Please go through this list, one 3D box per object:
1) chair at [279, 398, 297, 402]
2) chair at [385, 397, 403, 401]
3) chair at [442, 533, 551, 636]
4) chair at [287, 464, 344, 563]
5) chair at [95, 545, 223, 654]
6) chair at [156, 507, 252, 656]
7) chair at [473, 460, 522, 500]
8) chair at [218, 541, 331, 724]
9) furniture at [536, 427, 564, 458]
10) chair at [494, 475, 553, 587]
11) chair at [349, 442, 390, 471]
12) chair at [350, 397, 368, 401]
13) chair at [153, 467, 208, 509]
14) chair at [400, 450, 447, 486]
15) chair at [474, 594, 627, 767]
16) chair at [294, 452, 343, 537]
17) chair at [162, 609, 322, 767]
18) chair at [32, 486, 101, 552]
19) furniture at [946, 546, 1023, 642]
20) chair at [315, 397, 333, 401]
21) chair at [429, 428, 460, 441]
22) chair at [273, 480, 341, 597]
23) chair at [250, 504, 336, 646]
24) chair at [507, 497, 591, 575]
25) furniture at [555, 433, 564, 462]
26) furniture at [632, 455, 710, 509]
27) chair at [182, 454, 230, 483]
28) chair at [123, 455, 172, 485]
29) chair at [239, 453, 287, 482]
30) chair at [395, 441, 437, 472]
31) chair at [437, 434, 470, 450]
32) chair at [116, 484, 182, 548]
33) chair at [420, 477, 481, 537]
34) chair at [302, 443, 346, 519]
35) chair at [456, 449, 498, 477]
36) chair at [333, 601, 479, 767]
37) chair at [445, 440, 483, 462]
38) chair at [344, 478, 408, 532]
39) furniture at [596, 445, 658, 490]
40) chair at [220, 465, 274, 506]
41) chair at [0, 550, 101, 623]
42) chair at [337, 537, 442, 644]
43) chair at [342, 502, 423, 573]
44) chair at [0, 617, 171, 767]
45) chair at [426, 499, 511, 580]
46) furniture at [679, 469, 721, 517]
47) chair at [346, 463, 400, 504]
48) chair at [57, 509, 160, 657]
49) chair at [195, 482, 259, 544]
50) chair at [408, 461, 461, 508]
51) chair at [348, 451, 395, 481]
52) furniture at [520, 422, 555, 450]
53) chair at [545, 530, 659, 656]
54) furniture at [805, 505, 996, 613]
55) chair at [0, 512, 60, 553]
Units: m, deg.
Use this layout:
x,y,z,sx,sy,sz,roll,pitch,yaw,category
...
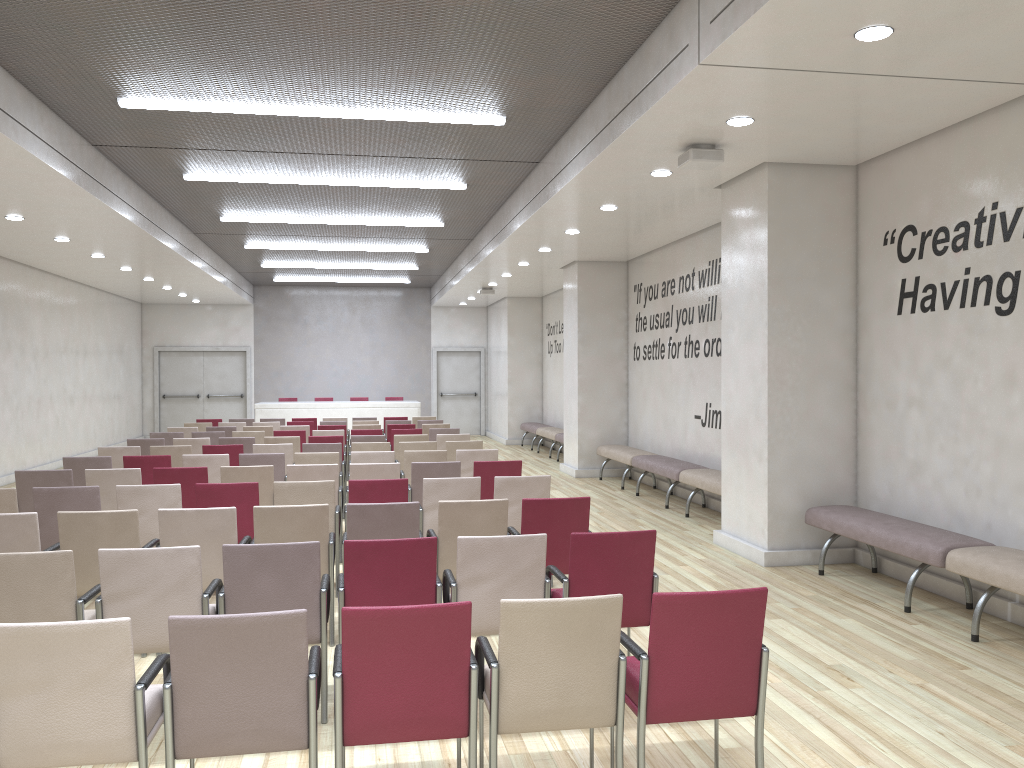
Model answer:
x,y,z,sx,sy,sz,roll,pitch,yaw,category
-5.417,0.786,21.388,0.513,0.890,0.640,0,1,-11,chair
-2.881,0.772,21.835,0.513,0.890,0.640,0,1,-11,chair
-0.092,1.182,4.643,0.513,0.890,0.640,0,1,-9,chair
-1.802,1.149,8.100,0.513,0.890,0.640,0,1,-9,chair
-1.711,1.191,4.363,0.513,0.890,0.640,0,1,-10,chair
-1.916,1.178,5.565,0.513,0.890,0.640,0,1,-9,chair
-0.175,1.141,8.369,0.513,0.890,0.640,0,1,-10,chair
-1.179,1.188,4.460,0.513,0.890,0.640,0,1,-10,chair
0.899,1.195,18.259,0.530,0.550,1.833,0,1,-10,furniture
0.033,1.154,7.166,0.513,0.890,0.640,0,1,-11,chair
-1.694,1.121,10.618,0.513,0.890,0.640,0,1,-11,chair
-3.727,0.777,21.686,0.513,0.890,0.640,0,1,-11,chair
-2.891,1.155,7.891,0.513,0.890,0.640,0,1,-10,chair
-0.942,1.131,9.498,0.513,0.890,0.640,0,1,-10,chair
0.133,1.195,3.434,0.513,0.890,0.640,0,1,-9,chair
-2.031,1.137,9.296,0.513,0.890,0.640,0,1,-10,chair
-0.961,1.201,3.238,0.513,0.890,0.640,0,1,-11,chair
-3.220,1.171,6.600,0.513,0.890,0.640,0,1,-10,chair
3.234,1.336,4.996,0.530,0.550,1.833,0,1,-10,furniture
-4.572,0.781,21.537,0.513,0.890,0.640,0,1,-11,chair
-1.036,1.089,13.223,0.513,0.890,0.640,0,1,-11,chair
-1.590,1.162,6.877,0.513,0.890,0.640,0,1,-10,chair
-1.391,1.175,5.668,0.513,0.890,0.640,0,1,-11,chair
0.238,1.167,5.953,0.513,0.890,0.640,0,1,-10,chair
1.221,1.215,16.433,0.530,0.550,1.833,0,1,-10,furniture
2.065,1.265,11.635,0.530,0.550,1.833,0,1,-10,furniture
-3.099,1.142,9.122,0.513,0.890,0.640,0,1,-10,chair
-3.646,1.145,9.022,0.513,0.890,0.640,0,1,-10,chair
-2.562,1.139,9.199,0.513,0.890,0.640,0,1,-10,chair
-1.155,1.118,10.697,0.513,0.890,0.640,0,1,-11,chair
-0.826,1.102,12.010,0.513,0.890,0.640,0,1,-11,chair
-2.674,1.168,6.699,0.513,0.890,0.640,0,1,-10,chair
-0.510,1.156,7.074,0.513,0.890,0.640,0,1,-11,chair
-2.234,1.124,10.511,0.513,0.890,0.640,0,1,-9,chair
-0.409,1.128,9.587,0.513,0.890,0.640,0,1,-9,chair
-0.407,1.198,3.338,0.513,0.890,0.640,0,1,-10,chair
-0.615,1.115,10.808,0.513,0.890,0.640,0,1,-10,chair
-1.057,1.159,6.977,0.513,0.890,0.640,0,1,-10,chair
1.743,1.246,13.465,0.530,0.550,1.833,0,1,-10,furniture
-2.352,1.152,7.992,0.513,0.890,0.640,0,1,-10,chair
-2.253,1.193,4.268,0.513,0.890,0.640,0,1,-9,chair
-0.635,1.185,4.559,0.513,0.890,0.640,0,1,-11,chair
-0.838,1.172,5.755,0.513,0.890,0.640,0,1,-9,chair
-1.508,1.203,3.150,0.513,0.890,0.640,0,1,-9,chair
-0.293,1.169,5.865,0.513,0.890,0.640,0,1,-11,chair
2.387,1.285,9.809,0.530,0.550,1.833,0,1,-10,furniture
-1.269,1.147,8.183,0.513,0.890,0.640,0,1,-10,chair
-2.466,1.181,5.474,0.513,0.890,0.640,0,1,-9,chair
-2.132,1.165,6.787,0.513,0.890,0.640,0,1,-9,chair
-0.728,1.144,8.289,0.513,0.890,0.640,0,1,-9,chair
-1.474,1.134,9.403,0.513,0.890,0.640,0,1,-9,chair
0.577,1.176,20.089,0.530,0.550,1.833,0,1,-10,furniture
0.462,1.179,4.736,0.513,0.890,0.640,0,1,-10,chair
2.912,1.316,6.827,0.530,0.550,1.833,0,1,-10,furniture
-3.013,1.183,5.382,0.513,0.890,0.640,0,1,-10,chair
